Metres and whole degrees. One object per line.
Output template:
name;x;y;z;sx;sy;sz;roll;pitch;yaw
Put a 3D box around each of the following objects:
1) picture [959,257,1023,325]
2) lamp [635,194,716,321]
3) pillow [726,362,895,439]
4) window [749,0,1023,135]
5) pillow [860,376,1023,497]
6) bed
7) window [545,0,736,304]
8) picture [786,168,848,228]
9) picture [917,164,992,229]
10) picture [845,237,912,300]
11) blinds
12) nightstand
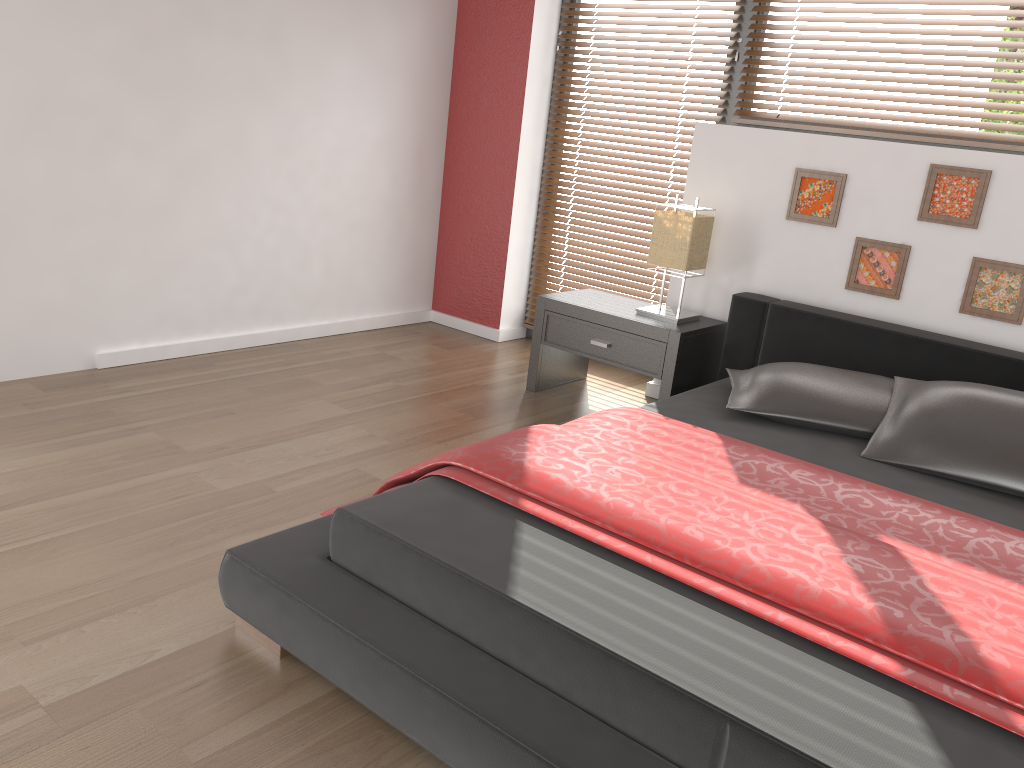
picture;1.676;-0.322;3.064;0.200;0.200;0.010;19;21;36
lamp;0.672;-0.518;3.592;0.200;0.480;0.200;19;21;36
pillow;1.067;0.051;2.884;0.745;0.172;0.418;10;17;12
window;2.145;-1.183;2.963;2.817;0.786;0.020;19;21;36
pillow;1.411;0.151;2.503;0.744;0.241;0.386;17;20;32
bed;0.880;0.323;2.219;2.469;0.577;2.413;19;21;36
window;0.589;-1.183;4.263;0.889;1.893;0.020;19;21;36
picture;1.168;-0.717;3.408;0.200;0.200;0.010;19;21;36
picture;1.546;-0.658;3.104;0.200;0.200;0.010;19;21;36
picture;1.361;-0.432;3.305;0.200;0.200;0.010;19;21;36
blinds;2.035;-0.623;3.079;4.840;1.952;0.032;19;21;36
nightstand;0.474;-0.115;3.787;0.700;0.423;0.413;19;21;36
